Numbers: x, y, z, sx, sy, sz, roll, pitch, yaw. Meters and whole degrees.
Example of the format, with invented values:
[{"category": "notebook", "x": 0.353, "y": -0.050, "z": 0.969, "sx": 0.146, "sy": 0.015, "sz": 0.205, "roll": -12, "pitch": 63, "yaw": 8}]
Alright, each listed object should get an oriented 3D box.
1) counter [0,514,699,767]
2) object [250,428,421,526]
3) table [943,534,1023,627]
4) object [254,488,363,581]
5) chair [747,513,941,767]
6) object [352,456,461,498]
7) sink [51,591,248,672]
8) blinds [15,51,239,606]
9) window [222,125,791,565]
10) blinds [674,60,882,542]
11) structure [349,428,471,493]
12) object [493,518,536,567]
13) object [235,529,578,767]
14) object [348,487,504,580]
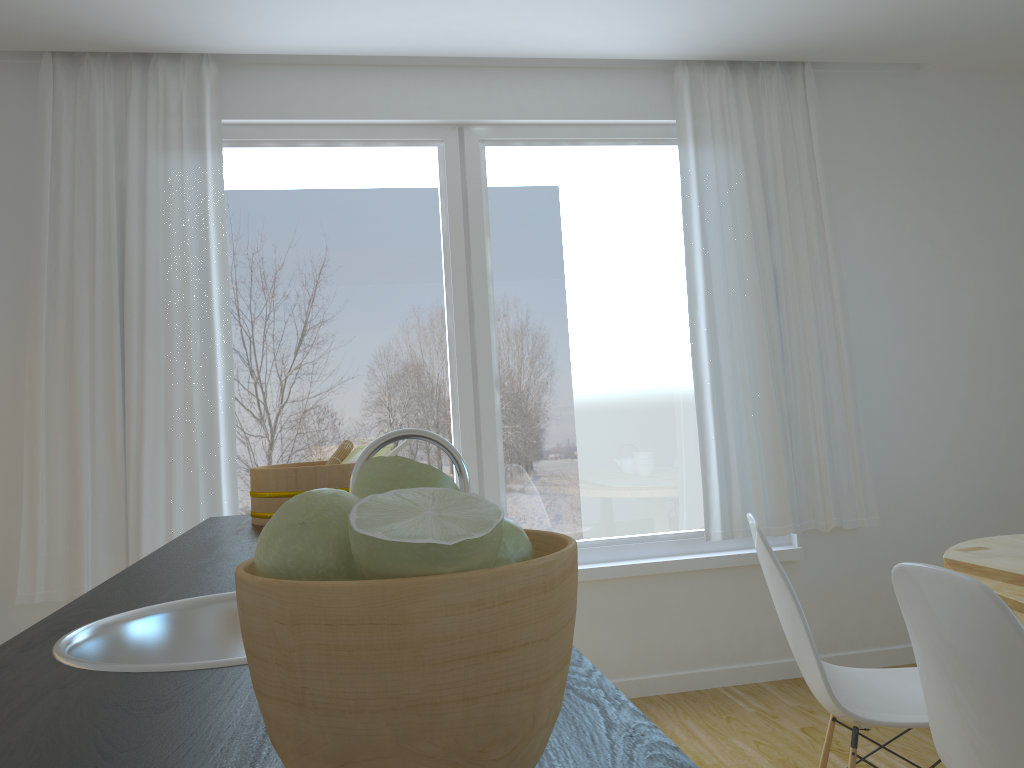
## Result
[{"category": "counter", "x": -0.337, "y": 0.315, "z": 1.356, "sx": 0.601, "sy": 0.040, "sz": 2.388, "roll": -3, "pitch": -2, "yaw": -10}, {"category": "object", "x": -0.479, "y": 0.238, "z": 2.331, "sx": 0.378, "sy": 0.215, "sz": 0.428, "roll": -5, "pitch": -3, "yaw": 18}, {"category": "table", "x": 1.699, "y": 0.768, "z": 1.588, "sx": 1.194, "sy": 0.729, "sz": 2.178, "roll": -3, "pitch": -3, "yaw": -12}, {"category": "object", "x": -0.110, "y": 0.113, "z": 0.544, "sx": 0.086, "sy": 0.099, "sz": 0.101, "roll": -4, "pitch": -4, "yaw": 10}, {"category": "chair", "x": 0.869, "y": 0.753, "z": 2.092, "sx": 0.522, "sy": 0.907, "sz": 0.428, "roll": -4, "pitch": -5, "yaw": 9}, {"category": "object", "x": -0.073, "y": 0.084, "z": 0.611, "sx": 0.077, "sy": 0.072, "sz": 0.073, "roll": -5, "pitch": -4, "yaw": 14}, {"category": "sink", "x": -0.312, "y": 0.354, "z": 1.036, "sx": 0.402, "sy": 0.158, "sz": 0.403, "roll": -5, "pitch": -3, "yaw": 31}, {"category": "blinds", "x": -1.475, "y": -0.292, "z": 3.391, "sx": 0.795, "sy": 2.173, "sz": 0.149, "roll": -2, "pitch": -6, "yaw": -11}, {"category": "window", "x": -0.173, "y": -0.172, "z": 3.808, "sx": 2.728, "sy": 1.930, "sz": 0.088, "roll": -3, "pitch": -6, "yaw": -10}, {"category": "blinds", "x": 1.143, "y": -0.435, "z": 3.876, "sx": 0.795, "sy": 2.173, "sz": 0.149, "roll": -3, "pitch": -6, "yaw": -10}, {"category": "structure", "x": -0.114, "y": 0.161, "z": 1.066, "sx": 0.162, "sy": 0.216, "sz": 0.096, "roll": -3, "pitch": -5, "yaw": -10}, {"category": "object", "x": -0.029, "y": 0.124, "z": 0.557, "sx": 0.097, "sy": 0.086, "sz": 0.081, "roll": -7, "pitch": -6, "yaw": 44}, {"category": "object", "x": -0.058, "y": 0.173, "z": 0.535, "sx": 0.204, "sy": 0.143, "sz": 0.205, "roll": -7, "pitch": -5, "yaw": 41}, {"category": "object", "x": -0.046, "y": 0.092, "z": 0.485, "sx": 0.086, "sy": 0.066, "sz": 0.083, "roll": -4, "pitch": -4, "yaw": 2}]
